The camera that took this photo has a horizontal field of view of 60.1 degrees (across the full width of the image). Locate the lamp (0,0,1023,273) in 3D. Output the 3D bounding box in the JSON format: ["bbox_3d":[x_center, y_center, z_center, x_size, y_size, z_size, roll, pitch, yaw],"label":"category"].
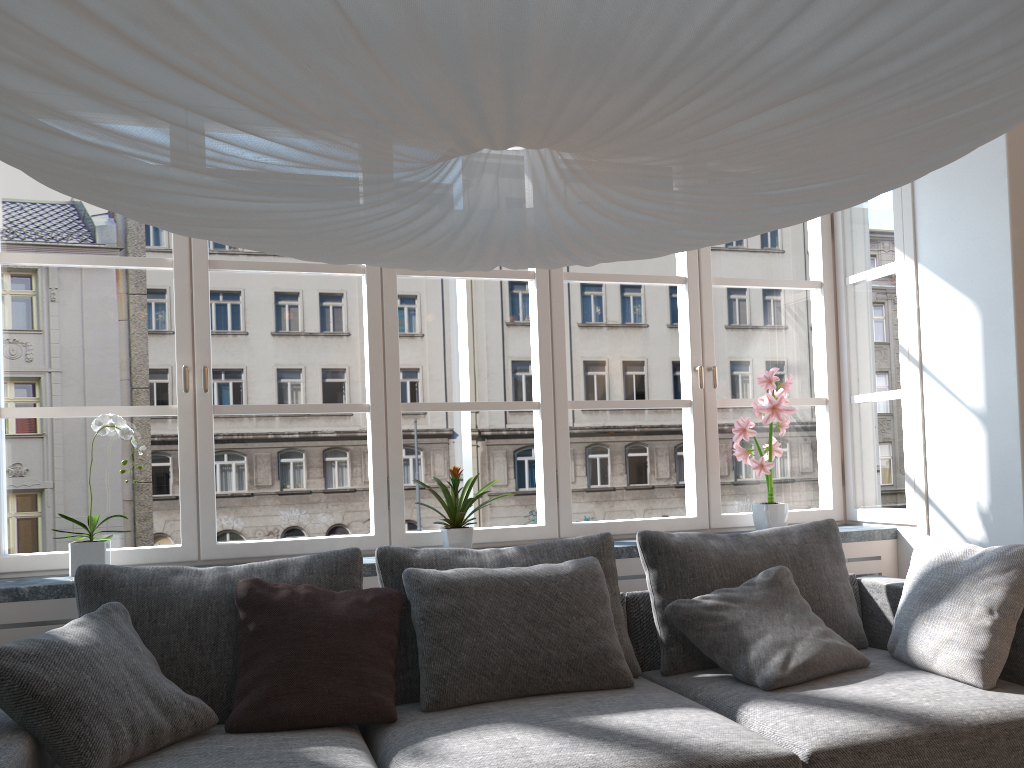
[{"bbox_3d":[-0.002,-0.325,1.104,1.472,0.209,1.474,-4,-6,19],"label":"lamp"}]

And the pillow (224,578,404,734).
[{"bbox_3d":[-0.547,0.755,2.519,0.521,0.402,0.312,-1,-3,-16],"label":"pillow"}]

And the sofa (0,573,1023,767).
[{"bbox_3d":[0.313,0.967,2.039,3.066,0.670,2.049,0,-5,-18],"label":"sofa"}]

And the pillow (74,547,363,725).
[{"bbox_3d":[-0.838,0.748,2.591,0.836,0.477,0.276,-1,-3,-17],"label":"pillow"}]

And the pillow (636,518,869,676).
[{"bbox_3d":[0.862,0.739,3.130,0.836,0.476,0.276,-1,-3,-17],"label":"pillow"}]

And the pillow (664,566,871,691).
[{"bbox_3d":[0.822,0.774,2.863,0.492,0.320,0.446,1,-5,-36],"label":"pillow"}]

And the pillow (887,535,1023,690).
[{"bbox_3d":[1.389,0.707,2.814,0.286,0.413,0.496,-1,-4,-19],"label":"pillow"}]

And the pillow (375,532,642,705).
[{"bbox_3d":[-0.012,0.743,2.865,0.839,0.474,0.278,-1,-3,-17],"label":"pillow"}]

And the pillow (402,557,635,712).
[{"bbox_3d":[0.019,0.754,2.724,0.666,0.396,0.293,-1,-3,-18],"label":"pillow"}]

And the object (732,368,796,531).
[{"bbox_3d":[1.061,0.280,3.705,0.201,0.689,0.298,-1,-2,-39],"label":"object"}]

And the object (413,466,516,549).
[{"bbox_3d":[-0.178,0.466,3.294,0.376,0.327,0.323,1,-5,-43],"label":"object"}]

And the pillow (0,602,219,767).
[{"bbox_3d":[-1.033,0.756,2.213,0.347,0.358,0.516,-3,-4,22],"label":"pillow"}]
